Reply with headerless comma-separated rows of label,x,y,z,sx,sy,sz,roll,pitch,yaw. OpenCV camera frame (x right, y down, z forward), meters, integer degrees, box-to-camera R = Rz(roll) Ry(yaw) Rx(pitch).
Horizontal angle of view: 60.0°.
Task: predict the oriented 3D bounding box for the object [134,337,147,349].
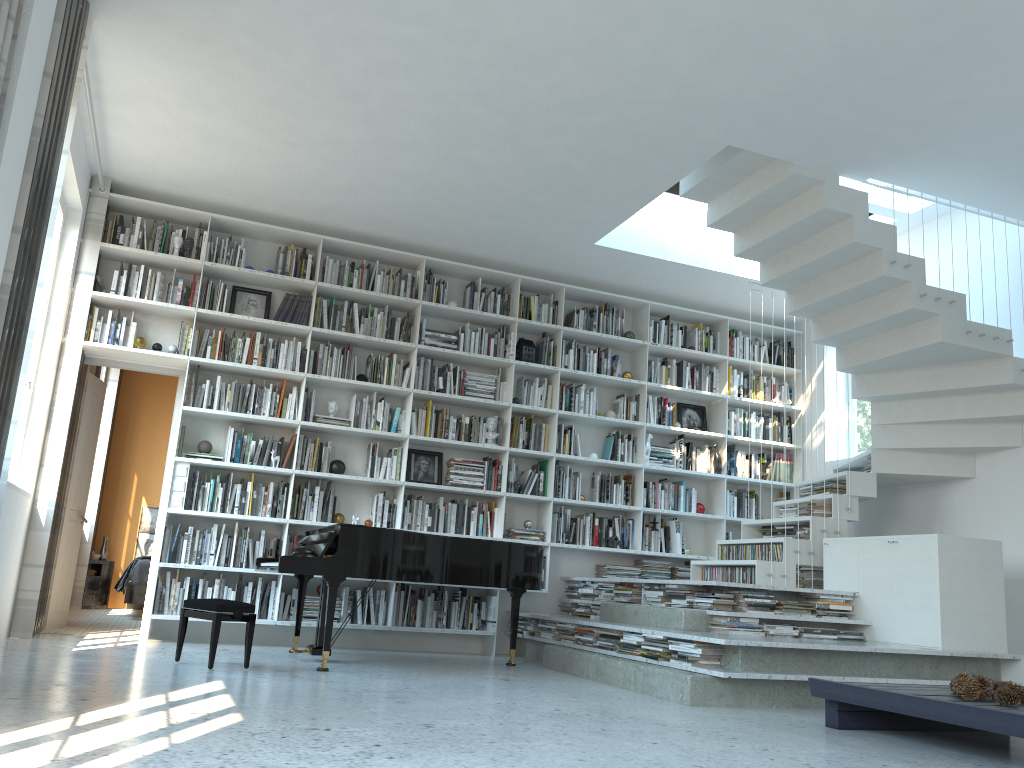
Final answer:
object,-2.710,-0.301,6.469,0.087,0.087,0.087,-3,-14,27

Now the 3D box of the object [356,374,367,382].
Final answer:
object,-1.198,-0.031,7.048,0.097,0.098,0.097,-3,-14,27

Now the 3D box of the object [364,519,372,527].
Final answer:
object,-1.110,1.078,6.856,0.061,0.062,0.061,-3,-14,28

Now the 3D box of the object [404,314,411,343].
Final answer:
object,-0.838,-0.438,7.159,0.075,0.254,0.075,15,-16,-41

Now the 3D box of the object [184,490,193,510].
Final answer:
object,-2.309,0.833,6.329,0.045,0.146,0.045,0,-13,17

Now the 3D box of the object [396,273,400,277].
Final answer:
object,-0.963,-0.779,7.332,0.010,0.246,0.157,9,-13,-20

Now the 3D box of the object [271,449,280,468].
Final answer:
object,-1.760,0.556,6.580,0.082,0.139,0.044,13,-15,-36

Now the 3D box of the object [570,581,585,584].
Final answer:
object,0.601,1.665,7.418,0.131,0.024,0.291,8,-14,-18

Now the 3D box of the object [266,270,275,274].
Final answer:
object,-1.894,-0.851,6.935,0.083,0.083,0.082,15,-17,-42

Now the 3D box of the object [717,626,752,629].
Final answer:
object,1.363,1.493,5.442,0.204,0.004,0.140,8,-14,-17

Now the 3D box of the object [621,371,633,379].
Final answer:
object,1.024,-0.063,7.888,0.101,0.101,0.100,15,-17,-42

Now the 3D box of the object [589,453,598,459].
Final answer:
object,0.705,0.632,7.666,0.071,0.072,0.072,-3,-14,28

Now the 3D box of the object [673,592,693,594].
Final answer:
object,1.187,1.401,5.922,0.142,0.006,0.204,9,-14,-22

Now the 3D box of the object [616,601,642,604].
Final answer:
object,0.904,1.624,6.579,0.145,0.010,0.267,10,-14,-24

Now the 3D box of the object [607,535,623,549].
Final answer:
object,0.867,1.331,7.467,0.161,0.113,0.065,12,-15,-32

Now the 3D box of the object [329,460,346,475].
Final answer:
object,-1.356,0.653,6.874,0.133,0.135,0.134,-3,-14,27

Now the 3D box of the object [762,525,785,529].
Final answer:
object,2.114,1.150,7.091,0.161,0.025,0.175,8,-14,-16

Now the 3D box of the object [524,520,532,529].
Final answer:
object,0.131,1.154,7.282,0.071,0.072,0.072,-3,-14,28

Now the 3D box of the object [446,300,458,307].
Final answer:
object,-0.507,-0.650,7.439,0.105,0.105,0.105,15,-17,-42

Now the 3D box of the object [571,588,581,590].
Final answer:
object,0.593,1.715,7.405,0.135,0.011,0.222,8,-14,-16

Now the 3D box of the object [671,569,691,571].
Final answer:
object,1.566,1.659,7.879,0.328,0.008,0.208,9,-14,-20

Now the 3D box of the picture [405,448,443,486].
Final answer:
picture,-0.712,0.686,7.204,0.300,0.299,0.077,9,-13,-20

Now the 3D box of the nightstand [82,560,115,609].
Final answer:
nightstand,-4.804,2.209,9.850,0.650,0.517,0.431,8,-13,-17

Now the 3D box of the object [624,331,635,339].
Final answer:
object,1.050,-0.423,7.961,0.104,0.105,0.104,-3,-14,27

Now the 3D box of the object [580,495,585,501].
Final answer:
object,0.587,0.985,7.589,0.071,0.072,0.072,-3,-14,28

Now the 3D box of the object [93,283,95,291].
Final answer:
object,-3.053,-0.768,6.478,0.035,0.295,0.176,9,-13,-20

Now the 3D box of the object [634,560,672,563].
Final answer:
object,1.231,1.550,7.752,0.285,0.005,0.160,8,-13,-15

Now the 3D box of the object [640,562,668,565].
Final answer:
object,1.225,1.574,7.758,0.254,0.005,0.161,9,-14,-20

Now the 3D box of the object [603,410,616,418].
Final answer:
object,0.865,0.287,7.846,0.112,0.112,0.111,15,-17,-42

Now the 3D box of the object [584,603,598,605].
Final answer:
object,0.655,1.763,7.117,0.130,0.007,0.215,10,-14,-24

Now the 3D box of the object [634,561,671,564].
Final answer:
object,1.226,1.563,7.761,0.285,0.005,0.160,9,-14,-20

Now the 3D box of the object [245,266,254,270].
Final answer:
object,-2.040,-0.873,6.881,0.083,0.083,0.082,15,-17,-42

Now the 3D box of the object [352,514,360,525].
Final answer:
object,-1.198,1.044,6.801,0.060,0.094,0.078,5,-13,-4

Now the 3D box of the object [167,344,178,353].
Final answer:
object,-2.515,-0.257,6.569,0.072,0.072,0.071,15,-17,-42

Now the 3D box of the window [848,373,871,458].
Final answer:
window,3.317,0.039,7.717,0.042,1.223,1.120,9,-13,-20

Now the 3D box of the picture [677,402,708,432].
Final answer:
picture,1.674,0.333,8.226,0.300,0.299,0.077,9,-13,-20

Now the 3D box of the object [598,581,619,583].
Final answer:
object,0.803,1.540,6.870,0.159,0.007,0.285,10,-14,-23

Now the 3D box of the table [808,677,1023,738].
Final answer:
table,2.169,1.424,3.690,1.270,0.217,1.260,9,-14,-20

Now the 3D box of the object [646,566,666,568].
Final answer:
object,1.221,1.600,7.751,0.254,0.005,0.161,9,-14,-20

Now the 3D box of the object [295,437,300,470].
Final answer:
object,-1.662,0.549,6.812,0.012,0.269,0.130,9,-13,-20

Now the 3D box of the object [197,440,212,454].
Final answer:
object,-2.267,0.469,6.546,0.105,0.106,0.105,15,-17,-42

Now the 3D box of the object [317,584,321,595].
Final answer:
object,-1.424,1.544,6.658,0.086,0.087,0.086,15,-17,-42

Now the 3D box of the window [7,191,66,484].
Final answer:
window,-2.811,-0.445,5.085,0.073,2.004,1.987,9,-13,-20

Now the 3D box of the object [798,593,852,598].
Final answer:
object,2.067,1.388,5.860,0.284,0.030,0.177,9,-14,-20

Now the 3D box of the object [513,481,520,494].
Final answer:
object,0.038,0.845,7.239,0.054,0.113,0.079,9,-13,-21

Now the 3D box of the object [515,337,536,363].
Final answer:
object,0.113,-0.272,7.580,0.135,0.247,0.136,11,-14,-30

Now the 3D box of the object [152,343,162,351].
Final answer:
object,-2.621,-0.268,6.551,0.072,0.072,0.071,15,-17,-42

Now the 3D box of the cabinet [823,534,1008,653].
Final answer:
cabinet,2.559,1.344,5.749,0.551,0.666,0.995,9,-14,-20

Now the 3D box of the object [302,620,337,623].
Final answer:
object,-1.449,1.776,6.642,0.254,0.007,0.161,8,-14,-17

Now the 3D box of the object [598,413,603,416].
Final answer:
object,0.765,0.287,7.781,0.068,0.068,0.068,15,-17,-42

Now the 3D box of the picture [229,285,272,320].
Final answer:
picture,-2.042,-0.606,6.919,0.300,0.299,0.077,9,-13,-20

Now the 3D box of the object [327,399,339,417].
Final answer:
object,-1.409,0.195,6.964,0.095,0.156,0.121,5,-13,-7

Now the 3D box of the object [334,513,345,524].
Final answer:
object,-1.333,1.040,6.820,0.091,0.091,0.091,15,-17,-42

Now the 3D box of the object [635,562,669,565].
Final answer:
object,1.226,1.568,7.759,0.254,0.005,0.161,9,-14,-20

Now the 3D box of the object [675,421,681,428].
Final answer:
object,1.486,0.386,8.045,0.091,0.092,0.092,-3,-14,27

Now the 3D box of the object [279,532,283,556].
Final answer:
object,-1.746,1.254,6.652,0.017,0.289,0.089,9,-13,-20

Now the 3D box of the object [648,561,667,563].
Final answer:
object,1.227,1.557,7.759,0.254,0.005,0.161,9,-14,-19

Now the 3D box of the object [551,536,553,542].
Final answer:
object,0.304,1.299,7.410,0.071,0.072,0.072,-3,-14,28

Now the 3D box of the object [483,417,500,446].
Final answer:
object,-0.170,0.395,7.269,0.138,0.243,0.137,-5,-15,34

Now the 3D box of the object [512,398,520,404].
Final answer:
object,0.028,0.150,7.434,0.071,0.072,0.072,-3,-14,28
